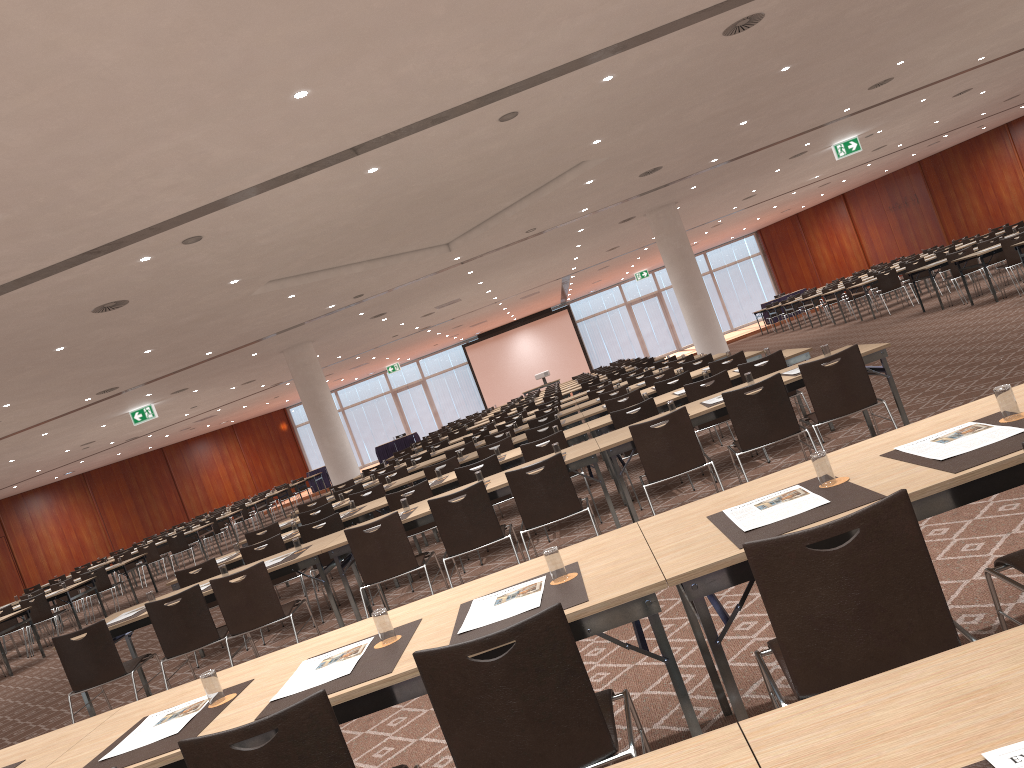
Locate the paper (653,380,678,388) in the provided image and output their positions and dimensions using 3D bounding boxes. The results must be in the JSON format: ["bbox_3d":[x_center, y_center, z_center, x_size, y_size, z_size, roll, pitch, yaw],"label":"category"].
[{"bbox_3d":[1.902,0.000,10.969,0.283,0.006,0.398,-20,0,0],"label":"paper"}]

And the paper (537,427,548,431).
[{"bbox_3d":[0.365,0.570,11.062,0.283,0.006,0.398,-20,0,2],"label":"paper"}]

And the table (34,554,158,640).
[{"bbox_3d":[-8.400,4.246,17.742,2.267,0.833,0.953,-20,0,3],"label":"table"}]

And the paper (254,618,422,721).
[{"bbox_3d":[-0.565,0.955,3.012,0.460,0.003,0.565,-20,0,4],"label":"paper"}]

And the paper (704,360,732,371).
[{"bbox_3d":[2.575,-0.246,10.884,0.460,0.003,0.565,-20,0,6],"label":"paper"}]

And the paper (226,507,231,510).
[{"bbox_3d":[-9.479,4.151,29.159,0.460,0.003,0.565,-20,0,5],"label":"paper"}]

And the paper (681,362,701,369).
[{"bbox_3d":[2.616,-0.274,12.953,0.284,0.006,0.398,-20,0,5],"label":"paper"}]

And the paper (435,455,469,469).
[{"bbox_3d":[-0.787,1.002,11.087,0.460,0.003,0.565,-20,0,5],"label":"paper"}]

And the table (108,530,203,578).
[{"bbox_3d":[-10.144,4.861,25.363,2.267,0.833,0.953,-20,0,3],"label":"table"}]

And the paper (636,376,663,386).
[{"bbox_3d":[2.038,-0.055,12.908,0.460,0.003,0.565,-20,0,3],"label":"paper"}]

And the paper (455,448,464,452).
[{"bbox_3d":[-0.741,0.972,13.168,0.284,0.006,0.398,-20,0,5],"label":"paper"}]

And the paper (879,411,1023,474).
[{"bbox_3d":[1.523,0.180,2.881,0.460,0.003,0.565,-20,0,2],"label":"paper"}]

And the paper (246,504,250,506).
[{"bbox_3d":[-7.584,3.465,25.035,0.460,0.003,0.565,-20,0,3],"label":"paper"}]

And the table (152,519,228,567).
[{"bbox_3d":[-10.043,4.814,27.359,2.267,0.833,0.953,-20,0,3],"label":"table"}]

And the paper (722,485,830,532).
[{"bbox_3d":[0.880,0.414,2.992,0.284,0.006,0.398,-20,0,4],"label":"paper"}]

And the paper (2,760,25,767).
[{"bbox_3d":[-2.093,1.521,3.120,0.460,0.003,0.565,-20,0,6],"label":"paper"}]

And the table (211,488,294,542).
[{"bbox_3d":[-7.918,4.026,27.224,2.267,0.833,0.953,-20,0,3],"label":"table"}]

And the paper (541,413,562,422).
[{"bbox_3d":[0.514,0.510,13.008,0.460,0.003,0.565,-20,0,2],"label":"paper"}]

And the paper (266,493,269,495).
[{"bbox_3d":[-8.018,3.605,29.110,0.283,0.006,0.398,-20,0,3],"label":"paper"}]

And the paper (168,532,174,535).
[{"bbox_3d":[-9.693,4.248,25.168,0.460,0.003,0.565,-20,0,5],"label":"paper"}]

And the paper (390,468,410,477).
[{"bbox_3d":[-1.654,1.311,13.191,0.284,0.006,0.398,-20,0,4],"label":"paper"}]

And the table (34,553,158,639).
[{"bbox_3d":[-8.400,4.246,17.742,2.267,0.833,0.953,-20,0,3],"label":"table"}]

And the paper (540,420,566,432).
[{"bbox_3d":[0.444,0.545,11.021,0.460,0.003,0.565,-20,0,6],"label":"paper"}]

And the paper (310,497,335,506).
[{"bbox_3d":[-2.808,1.743,13.215,0.460,0.003,0.565,-20,0,3],"label":"paper"}]

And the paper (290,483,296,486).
[{"bbox_3d":[-7.368,3.368,29.015,0.460,0.003,0.565,-20,0,1],"label":"paper"}]

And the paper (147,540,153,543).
[{"bbox_3d":[-10.282,4.467,25.204,0.460,0.003,0.565,-20,0,4],"label":"paper"}]

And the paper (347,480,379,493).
[{"bbox_3d":[-2.207,1.520,13.186,0.460,0.003,0.565,-20,0,4],"label":"paper"}]

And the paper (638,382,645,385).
[{"bbox_3d":[1.990,-0.042,12.969,0.283,0.006,0.398,-20,0,1],"label":"paper"}]

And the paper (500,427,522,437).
[{"bbox_3d":[-0.076,0.730,13.021,0.460,0.003,0.565,-20,0,4],"label":"paper"}]

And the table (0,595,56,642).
[{"bbox_3d":[-10.525,5.035,17.876,2.267,0.833,0.953,-20,0,3],"label":"table"}]

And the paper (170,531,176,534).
[{"bbox_3d":[-9.745,4.263,25.263,0.283,0.006,0.398,-20,0,2],"label":"paper"}]

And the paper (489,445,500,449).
[{"bbox_3d":[-0.239,0.794,11.116,0.283,0.006,0.398,-20,0,3],"label":"paper"}]

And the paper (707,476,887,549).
[{"bbox_3d":[0.908,0.408,2.920,0.460,0.003,0.565,-20,0,3],"label":"paper"}]

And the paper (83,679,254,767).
[{"bbox_3d":[-1.198,1.190,3.047,0.460,0.003,0.565,-20,0,5],"label":"paper"}]

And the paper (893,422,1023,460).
[{"bbox_3d":[1.491,0.187,2.975,0.283,0.006,0.398,-20,0,3],"label":"paper"}]

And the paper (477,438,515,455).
[{"bbox_3d":[-0.193,0.781,11.069,0.460,0.003,0.565,-20,0,5],"label":"paper"}]

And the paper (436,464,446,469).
[{"bbox_3d":[-0.825,1.012,11.169,0.283,0.006,0.398,-20,0,3],"label":"paper"}]

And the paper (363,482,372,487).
[{"bbox_3d":[-2.250,1.532,13.247,0.283,0.006,0.398,-20,0,2],"label":"paper"}]

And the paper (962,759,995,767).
[{"bbox_3d":[0.814,0.451,0.918,0.460,0.003,0.565,-20,0,2],"label":"paper"}]

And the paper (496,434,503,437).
[{"bbox_3d":[-0.115,0.739,13.106,0.283,0.006,0.398,-20,0,1],"label":"paper"}]

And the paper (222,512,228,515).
[{"bbox_3d":[-8.194,3.692,25.103,0.460,0.003,0.565,-20,0,0],"label":"paper"}]

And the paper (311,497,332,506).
[{"bbox_3d":[-2.841,1.751,13.289,0.284,0.006,0.398,-20,0,4],"label":"paper"}]

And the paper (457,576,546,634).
[{"bbox_3d":[-0.026,0.750,3.038,0.284,0.006,0.398,-20,0,5],"label":"paper"}]

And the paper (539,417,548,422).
[{"bbox_3d":[0.465,0.524,13.074,0.283,0.006,0.398,-20,0,3],"label":"paper"}]

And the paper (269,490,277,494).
[{"bbox_3d":[-7.953,3.585,29.051,0.460,0.003,0.565,-20,0,1],"label":"paper"}]

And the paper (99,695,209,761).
[{"bbox_3d":[-1.230,1.197,3.125,0.283,0.006,0.398,-20,0,1],"label":"paper"}]

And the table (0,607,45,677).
[{"bbox_3d":[-8.603,4.339,13.749,2.267,0.833,0.953,-20,0,3],"label":"table"}]

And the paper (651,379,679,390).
[{"bbox_3d":[1.949,-0.014,10.914,0.460,0.003,0.565,-20,0,4],"label":"paper"}]

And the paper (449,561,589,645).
[{"bbox_3d":[0.022,0.737,2.985,0.460,0.003,0.565,-20,0,1],"label":"paper"}]

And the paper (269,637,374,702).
[{"bbox_3d":[-0.648,0.981,3.073,0.283,0.006,0.398,-20,0,3],"label":"paper"}]

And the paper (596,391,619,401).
[{"bbox_3d":[1.452,0.162,12.955,0.460,0.003,0.565,-20,0,3],"label":"paper"}]

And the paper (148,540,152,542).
[{"bbox_3d":[-10.336,4.482,25.283,0.283,0.006,0.398,-20,0,0],"label":"paper"}]

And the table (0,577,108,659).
[{"bbox_3d":[-8.501,4.292,15.746,2.267,0.833,0.953,-20,0,3],"label":"table"}]

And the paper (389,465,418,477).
[{"bbox_3d":[-1.618,1.302,13.143,0.460,0.003,0.565,-20,0,3],"label":"paper"}]

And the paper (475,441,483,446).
[{"bbox_3d":[-0.676,0.952,13.084,0.460,0.003,0.565,-20,0,4],"label":"paper"}]

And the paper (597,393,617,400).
[{"bbox_3d":[1.387,0.182,13.010,0.283,0.006,0.398,-20,0,2],"label":"paper"}]

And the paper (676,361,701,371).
[{"bbox_3d":[2.636,-0.277,12.858,0.460,0.003,0.565,-20,0,2],"label":"paper"}]

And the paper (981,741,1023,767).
[{"bbox_3d":[0.768,0.464,1.012,0.283,0.006,0.398,-20,0,3],"label":"paper"}]
